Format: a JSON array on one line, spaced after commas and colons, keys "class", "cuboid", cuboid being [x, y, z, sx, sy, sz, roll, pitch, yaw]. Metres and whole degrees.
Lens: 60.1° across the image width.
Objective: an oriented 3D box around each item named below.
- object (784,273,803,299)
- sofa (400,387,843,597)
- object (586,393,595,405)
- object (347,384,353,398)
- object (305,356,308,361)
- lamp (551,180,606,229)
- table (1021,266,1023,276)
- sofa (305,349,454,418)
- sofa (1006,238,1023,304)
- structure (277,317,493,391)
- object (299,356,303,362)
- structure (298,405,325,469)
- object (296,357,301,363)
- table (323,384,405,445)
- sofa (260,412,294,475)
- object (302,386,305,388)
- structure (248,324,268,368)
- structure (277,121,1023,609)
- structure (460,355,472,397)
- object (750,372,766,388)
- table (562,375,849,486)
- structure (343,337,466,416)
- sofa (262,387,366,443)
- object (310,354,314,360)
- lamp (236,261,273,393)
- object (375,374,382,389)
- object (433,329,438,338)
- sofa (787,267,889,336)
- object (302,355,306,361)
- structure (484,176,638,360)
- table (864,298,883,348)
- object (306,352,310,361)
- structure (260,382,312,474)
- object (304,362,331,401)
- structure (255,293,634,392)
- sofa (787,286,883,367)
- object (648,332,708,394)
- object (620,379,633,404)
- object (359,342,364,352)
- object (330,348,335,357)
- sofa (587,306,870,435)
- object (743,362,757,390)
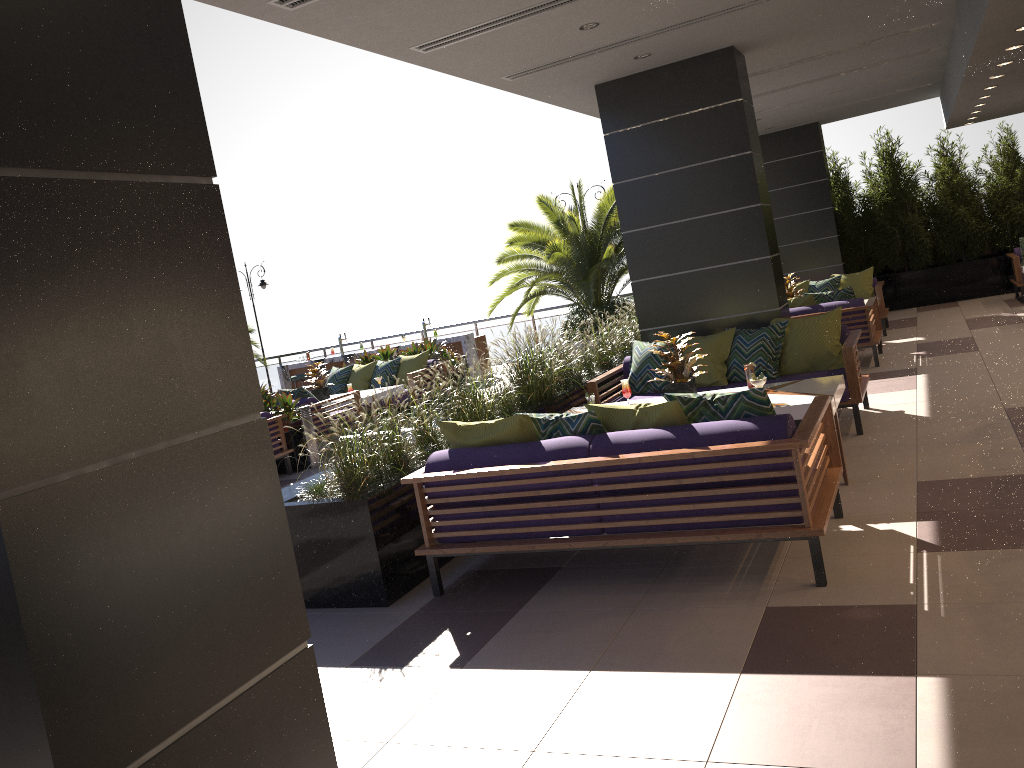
[{"class": "object", "cuboid": [3.636, -1.177, 11.581, 0.428, 0.525, 0.428, -7, 5, 43]}, {"class": "sofa", "cuboid": [0.615, 0.492, 4.830, 2.118, 0.917, 1.128, -8, 5, 26]}, {"class": "object", "cuboid": [0.555, 0.159, 6.131, 0.068, 0.210, 0.069, -10, 3, 9]}, {"class": "object", "cuboid": [-2.124, 0.090, 11.652, 0.068, 0.180, 0.069, -10, 3, 14]}, {"class": "object", "cuboid": [-4.214, -0.489, 18.263, 0.105, 0.208, 0.106, -11, 3, 1]}, {"class": "lamp", "cuboid": [1.555, -2.231, 17.015, 1.117, 3.318, 0.266, -9, 3, 26]}, {"class": "table", "cuboid": [7.786, -1.396, 11.355, 2.029, 0.552, 0.948, -8, 6, 25]}, {"class": "sofa", "cuboid": [-2.089, 0.101, 13.244, 2.118, 0.917, 1.128, -8, 5, 26]}, {"class": "sofa", "cuboid": [8.277, -1.802, 12.533, 2.118, 0.917, 1.128, -8, 5, 26]}, {"class": "structure", "cuboid": [-2.610, -0.462, 17.431, 4.384, 1.325, 0.810, -8, 4, 25]}, {"class": "object", "cuboid": [-4.378, -0.479, 18.465, 0.105, 0.208, 0.106, -11, 3, 1]}, {"class": "structure", "cuboid": [-2.280, 0.598, 9.996, 0.100, 0.698, 0.181, -10, 3, 26]}, {"class": "object", "cuboid": [-4.419, -0.460, 18.358, 0.105, 0.208, 0.106, -11, 3, 1]}, {"class": "table", "cuboid": [-2.538, 0.486, 12.188, 2.029, 0.552, 0.948, -8, 6, 25]}, {"class": "sofa", "cuboid": [-3.645, 0.771, 9.786, 2.118, 0.917, 1.128, -8, 5, 26]}, {"class": "object", "cuboid": [-3.006, 0.125, 12.817, 0.082, 0.197, 0.069, -12, 3, -23]}, {"class": "structure", "cuboid": [-7.421, -0.766, 19.484, 3.805, 3.293, 3.761, -11, 5, -7]}, {"class": "structure", "cuboid": [2.015, -0.835, 4.219, 7.787, 3.112, 24.915, -8, 7, 26]}, {"class": "structure", "cuboid": [-0.672, -0.089, 13.510, 0.100, 0.698, 0.181, -10, 3, 26]}, {"class": "object", "cuboid": [1.584, 0.020, 5.665, 0.106, 0.196, 0.105, -13, 4, -36]}, {"class": "table", "cuboid": [1.244, 0.415, 6.152, 2.029, 0.552, 0.948, -8, 6, 25]}, {"class": "structure", "cuboid": [-1.756, -0.072, 13.986, 2.242, 1.169, 0.742, -8, 4, 27]}, {"class": "sofa", "cuboid": [-3.049, 0.509, 11.159, 2.118, 0.917, 1.128, -8, 5, 26]}, {"class": "object", "cuboid": [-4.159, -0.509, 18.356, 0.105, 0.208, 0.106, -11, 3, 1]}, {"class": "lamp", "cuboid": [-5.880, -1.197, 20.586, 1.117, 3.318, 0.266, -9, 3, 26]}, {"class": "object", "cuboid": [-1.836, -0.036, 12.243, 0.106, 0.196, 0.105, -13, 4, -31]}, {"class": "object", "cuboid": [-1.423, -0.931, 16.523, 0.069, 0.197, 0.082, -12, 3, -28]}, {"class": "sofa", "cuboid": [4.230, -1.051, 12.729, 2.118, 0.917, 1.128, -8, 5, 26]}, {"class": "object", "cuboid": [-4.286, -0.486, 18.363, 0.105, 0.208, 0.106, -11, 3, 1]}, {"class": "structure", "cuboid": [1.323, -1.990, 15.349, 3.817, 3.293, 3.749, -13, 5, -22]}, {"class": "table", "cuboid": [3.739, -0.650, 11.603, 2.029, 0.552, 0.948, -8, 6, 25]}, {"class": "object", "cuboid": [-4.095, -0.556, 17.807, 0.067, 0.189, 0.084, -13, 4, -39]}, {"class": "structure", "cuboid": [-3.355, 0.612, 10.483, 2.410, 1.170, 0.706, -8, 4, 27]}, {"class": "object", "cuboid": [-2.651, -0.036, 12.128, 0.423, 0.525, 0.433, -8, 5, 38]}, {"class": "structure", "cuboid": [-5.591, 0.913, 11.234, 12.868, 1.055, 17.635, -8, 7, 26]}, {"class": "sofa", "cuboid": [3.170, -0.598, 10.411, 2.118, 0.917, 1.128, -8, 5, 26]}, {"class": "object", "cuboid": [1.140, -0.111, 6.119, 0.428, 0.525, 0.428, -8, 5, 38]}, {"class": "object", "cuboid": [0.864, 0.057, 6.673, 0.068, 0.180, 0.069, -10, 3, 9]}, {"class": "object", "cuboid": [-2.932, -0.729, 17.251, 0.068, 0.210, 0.069, -10, 3, 9]}, {"class": "object", "cuboid": [-3.555, -0.627, 17.553, 0.069, 0.180, 0.069, -11, 3, -2]}, {"class": "sofa", "cuboid": [1.833, -0.028, 7.491, 2.118, 0.917, 1.128, -8, 5, 26]}, {"class": "object", "cuboid": [1.687, -0.057, 6.239, 0.067, 0.189, 0.084, -13, 4, -39]}]
